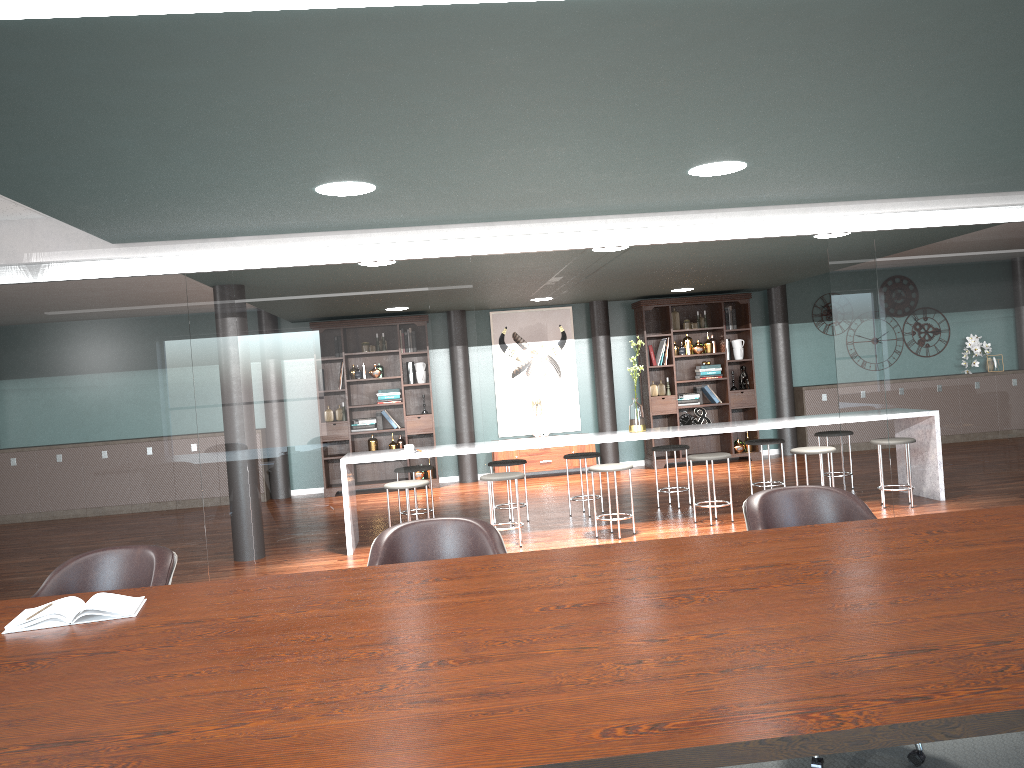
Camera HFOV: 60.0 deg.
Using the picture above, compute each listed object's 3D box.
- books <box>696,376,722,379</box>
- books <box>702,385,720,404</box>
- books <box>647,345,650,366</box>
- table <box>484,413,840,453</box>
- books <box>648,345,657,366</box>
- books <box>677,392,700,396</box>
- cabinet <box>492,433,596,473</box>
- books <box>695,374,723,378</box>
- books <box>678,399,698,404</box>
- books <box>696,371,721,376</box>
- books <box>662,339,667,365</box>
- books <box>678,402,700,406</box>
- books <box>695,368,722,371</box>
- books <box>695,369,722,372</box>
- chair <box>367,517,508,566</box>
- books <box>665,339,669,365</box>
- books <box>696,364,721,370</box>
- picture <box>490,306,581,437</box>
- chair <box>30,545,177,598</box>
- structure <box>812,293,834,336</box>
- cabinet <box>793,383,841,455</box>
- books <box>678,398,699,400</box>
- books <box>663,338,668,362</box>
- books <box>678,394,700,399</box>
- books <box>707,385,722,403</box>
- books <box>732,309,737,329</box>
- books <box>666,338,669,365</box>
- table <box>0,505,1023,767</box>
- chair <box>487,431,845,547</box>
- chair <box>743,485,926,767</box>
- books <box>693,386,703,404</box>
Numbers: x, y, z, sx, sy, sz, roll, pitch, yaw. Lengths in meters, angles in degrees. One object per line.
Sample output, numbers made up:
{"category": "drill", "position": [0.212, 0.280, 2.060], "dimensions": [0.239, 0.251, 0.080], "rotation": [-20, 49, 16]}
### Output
{"category": "books", "position": [2.361, -0.072, 10.644], "dimensions": [0.268, 0.016, 0.205], "rotation": [-4, 0, -5]}
{"category": "books", "position": [2.364, 0.124, 10.622], "dimensions": [0.176, 0.227, 0.194], "rotation": [-4, 0, -5]}
{"category": "books", "position": [1.589, -0.330, 10.562], "dimensions": [0.042, 0.248, 0.194], "rotation": [-4, 0, -5]}
{"category": "table", "position": [1.024, 0.724, 6.948], "dimensions": [4.577, 0.699, 0.609], "rotation": [-4, 0, -5]}
{"category": "books", "position": [1.652, -0.337, 10.568], "dimensions": [0.084, 0.252, 0.194], "rotation": [-4, 0, -5]}
{"category": "books", "position": [2.079, 0.119, 10.592], "dimensions": [0.268, 0.016, 0.205], "rotation": [-4, 0, -5]}
{"category": "cabinet", "position": [0.373, 0.829, 10.565], "dimensions": [1.200, 0.379, 0.368], "rotation": [-4, 0, -5]}
{"category": "books", "position": [2.362, -0.095, 10.645], "dimensions": [0.286, 0.027, 0.184], "rotation": [-4, 0, -5]}
{"category": "books", "position": [2.073, 0.208, 10.591], "dimensions": [0.248, 0.042, 0.194], "rotation": [-4, 0, -5]}
{"category": "books", "position": [2.357, -0.130, 10.643], "dimensions": [0.248, 0.042, 0.194], "rotation": [-4, 0, -5]}
{"category": "books", "position": [1.806, -0.378, 10.581], "dimensions": [0.063, 0.309, 0.210], "rotation": [-4, 0, -5]}
{"category": "books", "position": [2.078, 0.243, 10.592], "dimensions": [0.286, 0.027, 0.184], "rotation": [-4, 0, -5]}
{"category": "books", "position": [2.351, -0.175, 10.637], "dimensions": [0.268, 0.016, 0.205], "rotation": [-4, 0, -5]}
{"category": "books", "position": [2.354, -0.160, 10.643], "dimensions": [0.268, 0.016, 0.205], "rotation": [-4, 0, -5]}
{"category": "chair", "position": [-0.199, 0.817, 2.674], "dimensions": [0.535, 0.761, 0.518], "rotation": [-4, 0, 1]}
{"category": "books", "position": [1.821, -0.379, 10.581], "dimensions": [0.063, 0.309, 0.210], "rotation": [-4, 0, -5]}
{"category": "books", "position": [2.354, -0.204, 10.643], "dimensions": [0.248, 0.042, 0.194], "rotation": [-4, 0, -5]}
{"category": "picture", "position": [0.283, -0.150, 10.731], "dimensions": [1.002, 1.512, 0.031], "rotation": [-4, 0, -5]}
{"category": "chair", "position": [-1.204, 0.892, 2.579], "dimensions": [0.535, 0.761, 0.518], "rotation": [-4, 0, 15]}
{"category": "structure", "position": [4.646, -0.761, 11.137], "dimensions": [1.791, 1.178, 0.017], "rotation": [-4, 0, -5]}
{"category": "cabinet", "position": [0.334, 0.687, 10.541], "dimensions": [12.287, 0.820, 0.402], "rotation": [-4, 0, -5]}
{"category": "books", "position": [2.071, 0.178, 10.591], "dimensions": [0.268, 0.016, 0.205], "rotation": [-4, 0, -5]}
{"category": "books", "position": [1.815, -0.385, 10.578], "dimensions": [0.062, 0.322, 0.197], "rotation": [-4, 0, -5]}
{"category": "books", "position": [2.092, 0.148, 10.593], "dimensions": [0.248, 0.042, 0.194], "rotation": [-4, 0, -5]}
{"category": "books", "position": [2.398, 0.120, 10.625], "dimensions": [0.166, 0.228, 0.205], "rotation": [-4, 0, -5]}
{"category": "books", "position": [2.644, -0.772, 10.660], "dimensions": [0.042, 0.248, 0.194], "rotation": [-4, 0, -5]}
{"category": "books", "position": [1.830, -0.386, 10.578], "dimensions": [0.062, 0.322, 0.197], "rotation": [-4, 0, -5]}
{"category": "table", "position": [0.599, 0.792, 1.873], "dimensions": [6.694, 0.706, 1.374], "rotation": [-4, 0, -5]}
{"category": "chair", "position": [1.055, 0.815, 7.010], "dimensions": [4.029, 0.512, 1.479], "rotation": [-4, 0, -6]}
{"category": "chair", "position": [0.994, 0.727, 2.785], "dimensions": [0.535, 0.761, 0.518], "rotation": [-4, 0, 1]}
{"category": "books", "position": [2.239, 0.137, 10.677], "dimensions": [0.063, 0.214, 0.139], "rotation": [-4, 0, -5]}
